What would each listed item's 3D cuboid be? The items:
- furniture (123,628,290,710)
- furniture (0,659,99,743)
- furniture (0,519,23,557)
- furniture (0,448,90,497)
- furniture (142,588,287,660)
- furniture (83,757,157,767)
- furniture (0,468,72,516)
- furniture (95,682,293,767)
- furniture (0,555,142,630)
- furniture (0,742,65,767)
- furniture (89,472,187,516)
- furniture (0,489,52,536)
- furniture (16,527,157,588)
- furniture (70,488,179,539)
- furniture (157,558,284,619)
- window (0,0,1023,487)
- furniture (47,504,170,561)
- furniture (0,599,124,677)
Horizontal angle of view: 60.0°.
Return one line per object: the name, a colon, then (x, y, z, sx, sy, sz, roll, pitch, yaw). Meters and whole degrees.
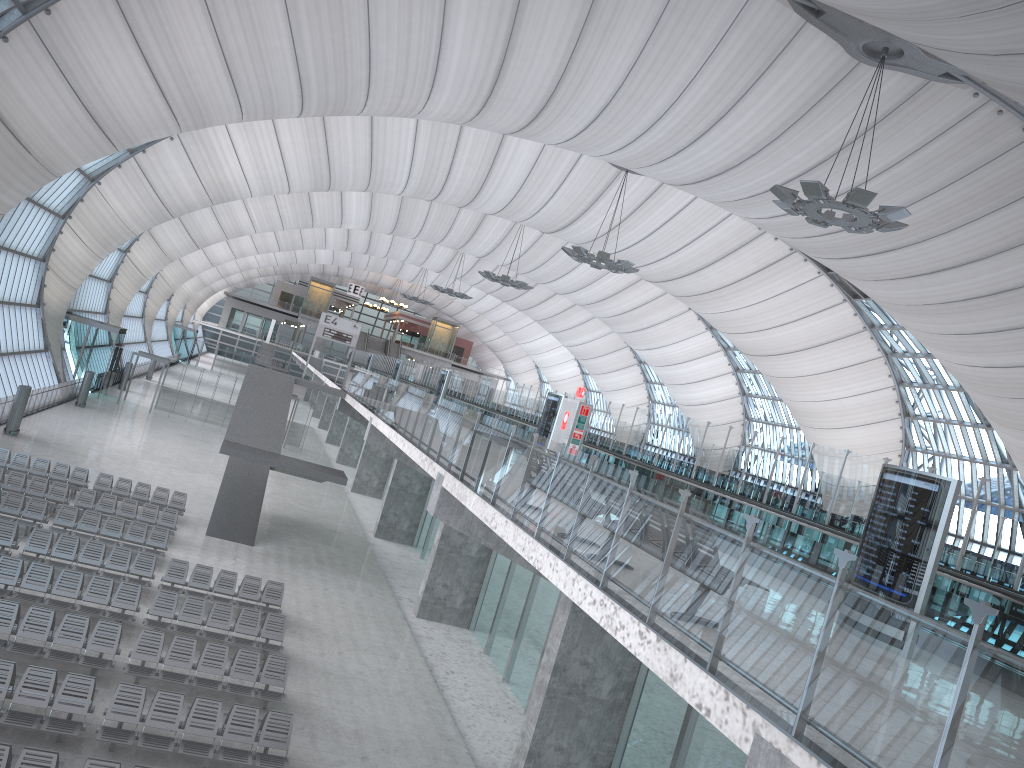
furniture: (-5.215, 4.920, 15.304, 2.705, 0.913, 1.572, 17, -1, -16)
furniture: (-7.196, 4.250, 12.223, 2.705, 0.913, 1.572, 17, -1, -16)
furniture: (-11.726, 3.033, 18.386, 2.705, 0.913, 1.572, 17, -1, -16)
furniture: (-13.760, 2.597, 25.759, 2.705, 0.913, 1.572, 17, -1, -16)
furniture: (-5.853, 4.783, 17.615, 2.705, 0.913, 1.572, 17, -1, -16)
furniture: (-3.961, 5.189, 10.757, 2.705, 0.913, 1.572, 17, -1, -16)
furniture: (-13.059, 2.747, 23.218, 2.705, 0.913, 1.572, 17, -1, -16)
furniture: (-4.578, 5.057, 12.993, 2.705, 0.913, 1.572, 17, -1, -16)
furniture: (-8.471, 3.977, 16.845, 2.705, 0.913, 1.572, 17, -1, -16)
furniture: (-6.579, 4.382, 9.988, 2.705, 0.913, 1.572, 17, -1, -16)
furniture: (-11.142, 3.404, 26.529, 2.705, 0.913, 1.572, 17, -1, -16)
furniture: (-12.435, 2.881, 20.957, 2.705, 0.913, 1.572, 17, -1, -16)
furniture: (-9.108, 3.840, 19.156, 2.705, 0.913, 1.572, 17, -1, -16)
furniture: (-10.441, 3.554, 23.987, 2.705, 0.913, 1.572, 17, -1, -16)
furniture: (-6.490, 4.646, 19.926, 2.705, 0.913, 1.572, 17, -1, -16)
window: (-6.751, -3.848, 79.374, 50.537, 20.004, 167.818, 17, -1, -16)
furniture: (-9.817, 3.688, 21.726, 2.705, 0.913, 1.572, 17, -1, -16)
furniture: (-7.833, 4.113, 14.534, 2.705, 0.913, 1.572, 17, -1, -16)
